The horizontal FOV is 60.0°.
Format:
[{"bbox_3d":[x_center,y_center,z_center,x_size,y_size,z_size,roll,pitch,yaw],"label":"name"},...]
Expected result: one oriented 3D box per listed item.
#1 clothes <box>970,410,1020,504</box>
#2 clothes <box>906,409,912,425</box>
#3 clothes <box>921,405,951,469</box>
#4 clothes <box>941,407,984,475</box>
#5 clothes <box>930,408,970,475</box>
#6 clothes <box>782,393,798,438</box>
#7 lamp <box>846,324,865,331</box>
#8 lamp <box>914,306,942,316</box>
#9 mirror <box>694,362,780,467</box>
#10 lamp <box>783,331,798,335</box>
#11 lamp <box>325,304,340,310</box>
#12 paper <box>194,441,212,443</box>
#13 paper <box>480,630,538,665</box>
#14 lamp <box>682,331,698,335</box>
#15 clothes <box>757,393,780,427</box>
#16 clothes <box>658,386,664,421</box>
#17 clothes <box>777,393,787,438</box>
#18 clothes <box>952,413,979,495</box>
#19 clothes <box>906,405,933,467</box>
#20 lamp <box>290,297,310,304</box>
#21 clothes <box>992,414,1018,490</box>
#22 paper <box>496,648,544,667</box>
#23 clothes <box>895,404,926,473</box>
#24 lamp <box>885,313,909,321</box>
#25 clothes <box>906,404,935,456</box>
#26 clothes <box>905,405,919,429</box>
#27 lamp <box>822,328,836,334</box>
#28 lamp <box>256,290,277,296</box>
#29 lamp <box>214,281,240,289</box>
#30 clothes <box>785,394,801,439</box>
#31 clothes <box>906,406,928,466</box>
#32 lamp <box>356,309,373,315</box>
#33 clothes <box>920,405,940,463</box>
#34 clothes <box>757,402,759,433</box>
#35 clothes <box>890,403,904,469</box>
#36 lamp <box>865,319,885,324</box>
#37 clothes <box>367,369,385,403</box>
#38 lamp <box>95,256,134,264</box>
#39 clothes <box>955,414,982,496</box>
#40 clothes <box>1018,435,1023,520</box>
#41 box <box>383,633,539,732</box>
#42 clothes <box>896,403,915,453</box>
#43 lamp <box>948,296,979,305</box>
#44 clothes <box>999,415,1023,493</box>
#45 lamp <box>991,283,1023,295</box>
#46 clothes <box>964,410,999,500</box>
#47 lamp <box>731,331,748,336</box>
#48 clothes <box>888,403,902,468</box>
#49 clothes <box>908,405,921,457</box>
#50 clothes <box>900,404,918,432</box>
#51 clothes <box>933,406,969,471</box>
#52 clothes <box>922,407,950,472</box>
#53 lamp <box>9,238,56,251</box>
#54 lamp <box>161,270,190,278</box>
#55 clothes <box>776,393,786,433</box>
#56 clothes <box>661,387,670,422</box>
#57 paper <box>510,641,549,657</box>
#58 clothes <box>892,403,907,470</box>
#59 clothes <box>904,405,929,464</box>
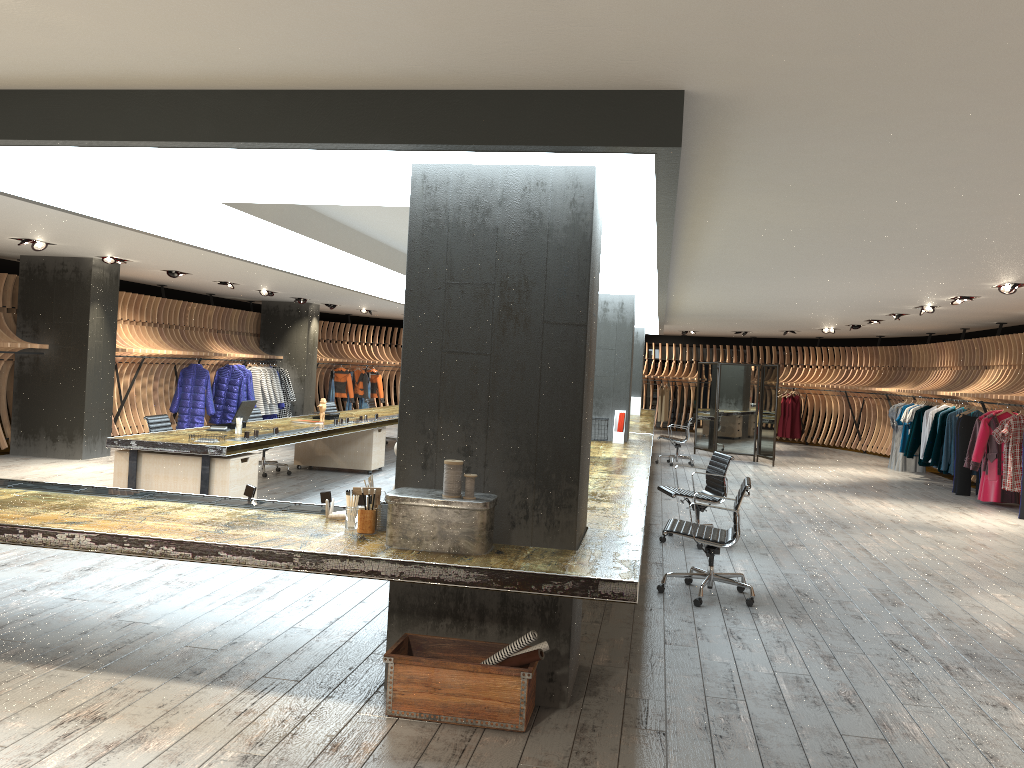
[{"bbox_3d":[6.881,1.023,12.399,0.840,1.312,0.321,3,0,19],"label":"clothes"},{"bbox_3d":[7.537,0.836,16.107,0.742,0.938,0.162,3,0,4],"label":"clothes"},{"bbox_3d":[7.272,0.899,14.895,0.733,1.106,0.165,3,0,9],"label":"clothes"},{"bbox_3d":[7.152,0.901,13.898,0.715,1.088,0.257,3,0,15],"label":"clothes"},{"bbox_3d":[7.196,0.926,14.209,0.914,1.081,0.238,3,0,9],"label":"clothes"},{"bbox_3d":[7.057,0.808,22.354,0.444,1.129,0.127,3,0,7],"label":"clothes"},{"bbox_3d":[6.843,-1.206,17.681,0.269,0.291,0.493,3,1,5],"label":"lamp"},{"bbox_3d":[6.062,-1.155,12.960,0.269,0.301,0.492,3,1,9],"label":"lamp"},{"bbox_3d":[4.385,0.539,17.345,0.443,1.892,2.113,3,1,-40],"label":"mirror"},{"bbox_3d":[6.523,-1.280,20.816,0.269,0.292,0.493,3,1,-23],"label":"lamp"},{"bbox_3d":[-4.082,-1.828,19.999,0.269,0.292,0.492,3,1,16],"label":"lamp"},{"bbox_3d":[-2.796,0.526,8.097,0.176,0.003,0.130,3,1,8],"label":"paper"},{"bbox_3d":[-0.156,1.272,3.928,0.572,0.460,0.043,3,0,27],"label":"paper"},{"bbox_3d":[4.659,-1.426,23.347,0.493,0.292,0.269,4,1,42],"label":"lamp"},{"bbox_3d":[6.717,0.739,22.846,0.777,1.053,0.151,3,0,10],"label":"clothes"},{"bbox_3d":[4.211,0.556,25.012,0.096,0.988,0.465,3,0,21],"label":"clothes"},{"bbox_3d":[6.965,0.800,22.496,0.443,1.129,0.127,3,0,-18],"label":"clothes"},{"bbox_3d":[7.085,1.136,13.621,0.539,1.353,0.087,3,0,34],"label":"clothes"},{"bbox_3d":[7.401,0.916,15.489,0.914,1.081,0.238,3,0,14],"label":"clothes"},{"bbox_3d":[-4.402,-1.816,18.439,0.269,0.292,0.492,3,1,9],"label":"lamp"},{"bbox_3d":[6.778,0.917,11.789,0.761,1.020,0.187,3,0,10],"label":"clothes"},{"bbox_3d":[-0.191,1.298,3.969,0.724,0.365,0.047,4,0,29],"label":"paper"},{"bbox_3d":[7.613,1.094,16.888,0.677,1.434,0.204,3,0,-6],"label":"clothes"},{"bbox_3d":[6.323,-1.177,14.534,0.269,0.286,0.492,3,1,9],"label":"lamp"},{"bbox_3d":[7.435,0.837,15.856,0.734,0.937,0.164,3,0,13],"label":"clothes"},{"bbox_3d":[7.560,0.852,16.247,0.743,0.960,0.167,3,0,3],"label":"clothes"},{"bbox_3d":[6.896,-1.235,19.273,0.269,0.287,0.493,3,1,-10],"label":"lamp"},{"bbox_3d":[-4.663,-1.803,16.865,0.269,0.286,0.492,3,1,9],"label":"lamp"},{"bbox_3d":[-4.924,-1.784,15.292,0.269,0.294,0.492,3,1,9],"label":"lamp"},{"bbox_3d":[7.093,0.811,22.268,0.443,1.129,0.127,3,0,-18],"label":"clothes"},{"bbox_3d":[7.422,0.916,15.574,0.914,1.081,0.238,3,0,9],"label":"clothes"},{"bbox_3d":[-3.514,-1.823,21.479,0.269,0.296,0.492,3,1,29],"label":"lamp"},{"bbox_3d":[7.360,0.901,15.074,0.733,1.106,0.165,3,0,14],"label":"clothes"},{"bbox_3d":[6.532,0.766,23.097,0.443,1.129,0.127,3,0,-28],"label":"clothes"},{"bbox_3d":[7.661,1.091,17.160,0.677,1.434,0.204,3,0,-1],"label":"clothes"},{"bbox_3d":[6.585,-1.189,16.107,0.269,0.294,0.492,3,1,9],"label":"lamp"},{"bbox_3d":[-3.682,0.038,23.437,0.840,0.881,0.200,3,0,40],"label":"clothes"},{"bbox_3d":[-5.447,-1.752,12.146,0.269,0.296,0.492,3,1,9],"label":"lamp"},{"bbox_3d":[7.035,1.137,13.434,0.539,1.353,0.087,3,0,14],"label":"clothes"},{"bbox_3d":[6.645,1.160,11.073,0.087,1.353,0.539,3,0,-41],"label":"clothes"},{"bbox_3d":[-0.221,1.353,4.027,0.665,0.282,0.341,3,1,9],"label":"box"},{"bbox_3d":[7.505,0.846,16.453,0.738,0.971,0.167,3,0,18],"label":"clothes"},{"bbox_3d":[5.800,-1.142,11.387,0.269,0.296,0.492,3,1,9],"label":"lamp"},{"bbox_3d":[6.726,0.916,11.572,0.760,1.030,0.179,3,0,-5],"label":"clothes"},{"bbox_3d":[5.539,-1.132,9.814,0.269,0.284,0.492,3,1,9],"label":"lamp"},{"bbox_3d":[6.929,1.020,12.685,0.840,1.312,0.321,3,0,9],"label":"clothes"},{"bbox_3d":[5.759,-1.346,22.205,0.269,0.294,0.493,3,1,-35],"label":"lamp"},{"bbox_3d":[7.683,1.090,17.299,0.677,1.434,0.203,3,0,24],"label":"clothes"},{"bbox_3d":[7.480,0.851,16.038,0.742,0.950,0.168,3,0,-7],"label":"clothes"},{"bbox_3d":[7.538,0.836,16.302,0.743,0.931,0.158,3,0,14],"label":"clothes"},{"bbox_3d":[7.224,0.897,14.330,0.715,1.088,0.257,3,0,5],"label":"clothes"},{"bbox_3d":[7.247,0.922,14.561,0.914,1.081,0.238,3,0,14],"label":"clothes"},{"bbox_3d":[-5.708,-1.740,10.572,0.269,0.288,0.492,3,1,9],"label":"lamp"},{"bbox_3d":[-5.185,-1.769,13.719,0.269,0.292,0.492,3,1,9],"label":"lamp"},{"bbox_3d":[6.845,0.749,22.667,0.777,1.053,0.152,3,0,-40],"label":"clothes"},{"bbox_3d":[4.322,0.563,24.966,0.096,0.988,0.465,3,0,26],"label":"clothes"},{"bbox_3d":[-0.145,1.299,3.986,0.624,0.290,0.041,3,0,-9],"label":"paper"},{"bbox_3d":[7.637,1.093,17.022,0.677,1.434,0.203,3,0,24],"label":"clothes"},{"bbox_3d":[7.435,0.914,15.696,0.914,1.081,0.238,3,0,9],"label":"clothes"}]
